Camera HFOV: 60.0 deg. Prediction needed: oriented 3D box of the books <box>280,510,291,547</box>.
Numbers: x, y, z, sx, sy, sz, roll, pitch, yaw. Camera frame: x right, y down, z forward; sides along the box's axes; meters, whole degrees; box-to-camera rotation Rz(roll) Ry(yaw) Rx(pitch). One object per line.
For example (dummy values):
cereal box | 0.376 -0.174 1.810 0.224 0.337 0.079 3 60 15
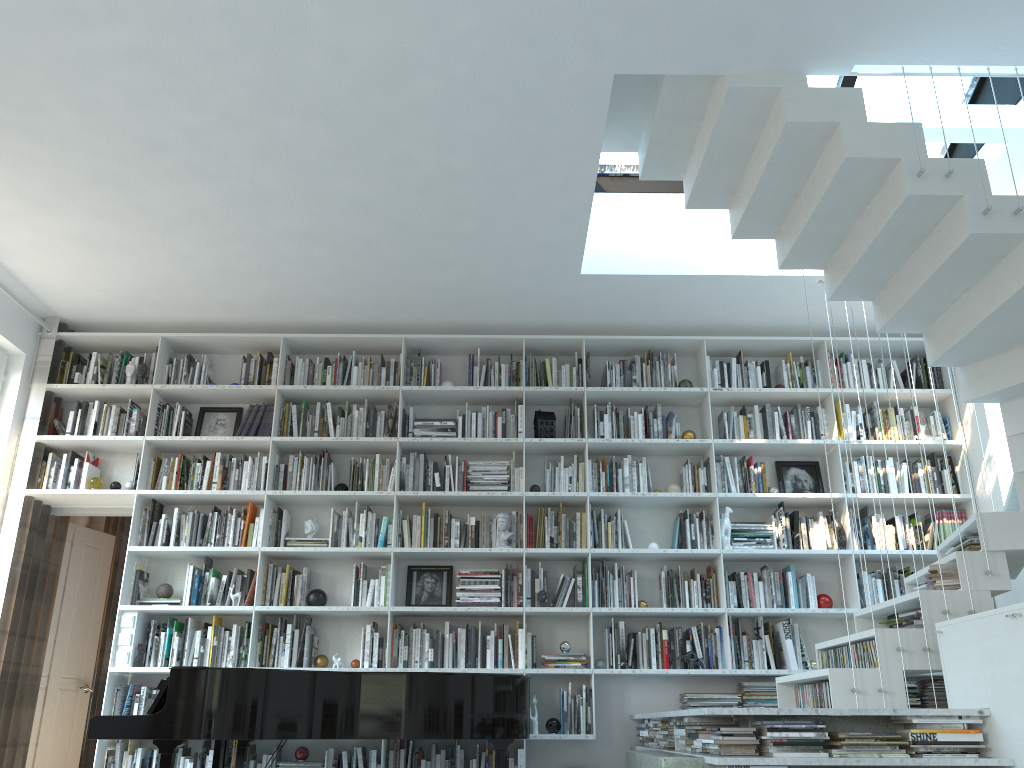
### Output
books | -1.502 0.985 5.884 0.021 0.276 0.137 0 -21 0

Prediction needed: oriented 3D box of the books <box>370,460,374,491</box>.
books | -0.942 0.654 6.008 0.017 0.252 0.140 0 -21 0

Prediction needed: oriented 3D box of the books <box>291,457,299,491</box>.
books | -1.451 0.645 5.999 0.024 0.261 0.178 0 -21 0

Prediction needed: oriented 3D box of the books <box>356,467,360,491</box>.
books | -1.032 0.679 6.000 0.011 0.199 0.163 0 -21 0

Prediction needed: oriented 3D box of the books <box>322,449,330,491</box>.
books | -1.264 0.619 6.025 0.005 0.329 0.162 0 -21 0

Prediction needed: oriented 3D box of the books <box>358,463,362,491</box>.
books | -1.015 0.663 5.981 0.006 0.215 0.182 0 -21 0

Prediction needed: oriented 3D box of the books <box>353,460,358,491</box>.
books | -1.050 0.654 5.985 0.005 0.235 0.179 0 -21 0

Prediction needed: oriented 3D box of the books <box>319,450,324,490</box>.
books | -1.283 0.622 6.021 0.004 0.319 0.153 0 -21 0

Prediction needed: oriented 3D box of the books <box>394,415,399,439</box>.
books | -0.794 0.339 6.145 0.028 0.211 0.135 0 -21 0

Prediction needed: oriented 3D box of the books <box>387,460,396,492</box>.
books | -0.794 0.653 5.980 0.064 0.236 0.209 0 -21 0

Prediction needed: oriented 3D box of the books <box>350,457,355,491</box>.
books | -1.081 0.648 6.026 0.012 0.274 0.129 0 -21 0

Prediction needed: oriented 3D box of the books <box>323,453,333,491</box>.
books | -1.246 0.631 5.997 0.011 0.286 0.189 0 -21 0

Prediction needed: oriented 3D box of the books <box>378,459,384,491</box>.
books | -0.888 0.653 6.008 0.010 0.256 0.140 0 -21 0

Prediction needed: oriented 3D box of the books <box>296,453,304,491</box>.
books | -1.424 0.632 5.995 0.010 0.282 0.184 0 -21 0

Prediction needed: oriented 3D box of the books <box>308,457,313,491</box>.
books | -1.345 0.644 5.994 0.009 0.260 0.181 0 -21 0

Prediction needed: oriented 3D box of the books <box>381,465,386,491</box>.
books | -0.860 0.674 6.005 0.024 0.215 0.142 0 -21 0

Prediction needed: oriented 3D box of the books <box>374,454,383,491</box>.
books | -0.904 0.638 6.007 0.022 0.283 0.190 0 -21 0

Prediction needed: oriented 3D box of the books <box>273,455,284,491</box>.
books | -1.586 0.639 6.018 0.012 0.284 0.160 0 -21 0

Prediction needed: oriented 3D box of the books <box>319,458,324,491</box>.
books | -1.276 0.647 6.003 0.010 0.260 0.158 0 -21 0

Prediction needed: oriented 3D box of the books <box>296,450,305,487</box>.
books | -1.434 0.624 6.021 0.011 0.316 0.155 0 -21 0

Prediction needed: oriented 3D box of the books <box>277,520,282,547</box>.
books | -1.530 1.018 5.877 0.034 0.209 0.137 0 -21 0

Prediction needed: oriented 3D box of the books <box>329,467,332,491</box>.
books | -1.218 0.677 6.007 0.004 0.208 0.132 0 -21 0

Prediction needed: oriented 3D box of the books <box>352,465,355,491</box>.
books | -1.059 0.672 6.006 0.013 0.215 0.150 0 -21 0

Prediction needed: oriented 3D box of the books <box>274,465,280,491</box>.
books | -1.573 0.669 5.988 0.015 0.207 0.187 0 -21 0

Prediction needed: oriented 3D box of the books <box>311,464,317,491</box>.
books | -1.324 0.668 5.984 0.011 0.208 0.182 0 -21 0

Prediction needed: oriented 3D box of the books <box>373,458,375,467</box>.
books | -0.931 0.648 6.010 0.004 0.264 0.142 0 -21 0

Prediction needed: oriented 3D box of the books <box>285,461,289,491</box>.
books | -1.506 0.658 6.004 0.012 0.239 0.134 0 -21 0

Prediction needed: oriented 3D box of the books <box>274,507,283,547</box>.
books | -1.552 0.981 5.902 0.011 0.296 0.136 0 -21 0

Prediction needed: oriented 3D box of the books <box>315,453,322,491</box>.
books | -1.302 0.631 6.003 0.011 0.290 0.177 0 -21 0

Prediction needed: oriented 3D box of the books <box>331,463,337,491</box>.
books | -1.202 0.664 6.004 0.031 0.231 0.148 0 -21 0

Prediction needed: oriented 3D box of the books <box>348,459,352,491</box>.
books | -1.090 0.655 6.015 0.005 0.253 0.161 0 -21 0

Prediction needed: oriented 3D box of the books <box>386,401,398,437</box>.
books | -0.836 0.287 6.138 0.058 0.301 0.175 0 -21 0

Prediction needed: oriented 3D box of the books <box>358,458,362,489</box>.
books | -1.022 0.651 6.020 0.009 0.265 0.150 0 -21 0

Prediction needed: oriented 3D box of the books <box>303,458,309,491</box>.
books | -1.376 0.645 5.985 0.012 0.250 0.184 0 -21 0

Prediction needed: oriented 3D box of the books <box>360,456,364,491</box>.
books | -1.009 0.643 6.011 0.005 0.274 0.157 0 -21 0

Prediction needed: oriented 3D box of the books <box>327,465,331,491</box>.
books | -1.227 0.673 6.010 0.012 0.217 0.151 0 -21 0

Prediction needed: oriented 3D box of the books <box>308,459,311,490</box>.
books | -1.355 0.652 6.008 0.011 0.254 0.152 0 -21 0

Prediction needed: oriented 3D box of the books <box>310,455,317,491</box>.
books | -1.335 0.637 6.002 0.011 0.278 0.170 0 -21 0

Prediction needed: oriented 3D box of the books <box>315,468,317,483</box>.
books | -1.313 0.669 6.010 0.011 0.225 0.130 0 -21 0

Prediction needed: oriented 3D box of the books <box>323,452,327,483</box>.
books | -1.258 0.630 6.019 0.005 0.304 0.163 0 -21 0

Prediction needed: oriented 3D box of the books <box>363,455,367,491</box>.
books | -0.990 0.641 6.024 0.033 0.286 0.156 0 -21 0

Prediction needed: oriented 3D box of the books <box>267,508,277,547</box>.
books | -1.587 0.983 5.889 0.012 0.284 0.160 0 -21 0

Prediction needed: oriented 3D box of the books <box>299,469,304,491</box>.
books | -1.405 0.683 5.995 0.029 0.186 0.149 0 -21 0

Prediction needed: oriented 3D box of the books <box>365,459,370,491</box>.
books | -0.967 0.649 5.984 0.013 0.243 0.189 0 -21 0

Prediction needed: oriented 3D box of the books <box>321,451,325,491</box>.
books | -1.269 0.627 6.025 0.005 0.315 0.157 0 -21 0

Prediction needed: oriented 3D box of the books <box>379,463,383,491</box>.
books | -0.878 0.667 6.007 0.011 0.228 0.166 0 -21 0

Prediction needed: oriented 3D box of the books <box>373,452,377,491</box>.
books | -0.920 0.629 6.013 0.006 0.302 0.166 0 -21 0

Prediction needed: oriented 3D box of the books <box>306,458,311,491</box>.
books | -1.365 0.649 6.009 0.010 0.260 0.170 0 -21 0

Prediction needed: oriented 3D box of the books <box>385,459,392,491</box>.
books | -0.837 0.651 6.004 0.022 0.256 0.155 0 -21 0

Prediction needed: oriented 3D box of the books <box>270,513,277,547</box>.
books | -1.569 0.994 5.878 0.024 0.256 0.134 0 -21 0

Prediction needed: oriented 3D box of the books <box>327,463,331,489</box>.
books | -1.237 0.667 6.020 0.009 0.236 0.135 0 -21 0

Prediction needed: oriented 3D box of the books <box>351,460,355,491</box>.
books | -1.068 0.655 5.994 0.005 0.239 0.174 0 -21 0

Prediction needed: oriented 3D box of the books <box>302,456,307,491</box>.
books | -1.387 0.639 5.985 0.009 0.262 0.190 0 -21 0

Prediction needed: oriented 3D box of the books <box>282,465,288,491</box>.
books | -1.524 0.673 6.013 0.024 0.218 0.140 0 -21 0

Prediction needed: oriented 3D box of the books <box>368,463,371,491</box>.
books | -0.956 0.666 6.017 0.011 0.235 0.131 0 -21 0

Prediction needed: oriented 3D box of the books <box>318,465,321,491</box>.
books | -1.291 0.675 6.014 0.012 0.216 0.133 0 -21 0

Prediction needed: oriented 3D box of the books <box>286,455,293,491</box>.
books | -1.488 0.638 6.005 0.026 0.278 0.151 0 -21 0

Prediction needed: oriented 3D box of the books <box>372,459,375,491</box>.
books | -0.926 0.652 6.002 0.006 0.252 0.181 0 -21 0

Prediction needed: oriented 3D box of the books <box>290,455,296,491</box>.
books | -1.469 0.638 6.001 0.012 0.275 0.157 0 -21 0

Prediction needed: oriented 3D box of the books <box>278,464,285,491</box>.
books | -1.551 0.670 6.015 0.029 0.224 0.137 0 -21 0
